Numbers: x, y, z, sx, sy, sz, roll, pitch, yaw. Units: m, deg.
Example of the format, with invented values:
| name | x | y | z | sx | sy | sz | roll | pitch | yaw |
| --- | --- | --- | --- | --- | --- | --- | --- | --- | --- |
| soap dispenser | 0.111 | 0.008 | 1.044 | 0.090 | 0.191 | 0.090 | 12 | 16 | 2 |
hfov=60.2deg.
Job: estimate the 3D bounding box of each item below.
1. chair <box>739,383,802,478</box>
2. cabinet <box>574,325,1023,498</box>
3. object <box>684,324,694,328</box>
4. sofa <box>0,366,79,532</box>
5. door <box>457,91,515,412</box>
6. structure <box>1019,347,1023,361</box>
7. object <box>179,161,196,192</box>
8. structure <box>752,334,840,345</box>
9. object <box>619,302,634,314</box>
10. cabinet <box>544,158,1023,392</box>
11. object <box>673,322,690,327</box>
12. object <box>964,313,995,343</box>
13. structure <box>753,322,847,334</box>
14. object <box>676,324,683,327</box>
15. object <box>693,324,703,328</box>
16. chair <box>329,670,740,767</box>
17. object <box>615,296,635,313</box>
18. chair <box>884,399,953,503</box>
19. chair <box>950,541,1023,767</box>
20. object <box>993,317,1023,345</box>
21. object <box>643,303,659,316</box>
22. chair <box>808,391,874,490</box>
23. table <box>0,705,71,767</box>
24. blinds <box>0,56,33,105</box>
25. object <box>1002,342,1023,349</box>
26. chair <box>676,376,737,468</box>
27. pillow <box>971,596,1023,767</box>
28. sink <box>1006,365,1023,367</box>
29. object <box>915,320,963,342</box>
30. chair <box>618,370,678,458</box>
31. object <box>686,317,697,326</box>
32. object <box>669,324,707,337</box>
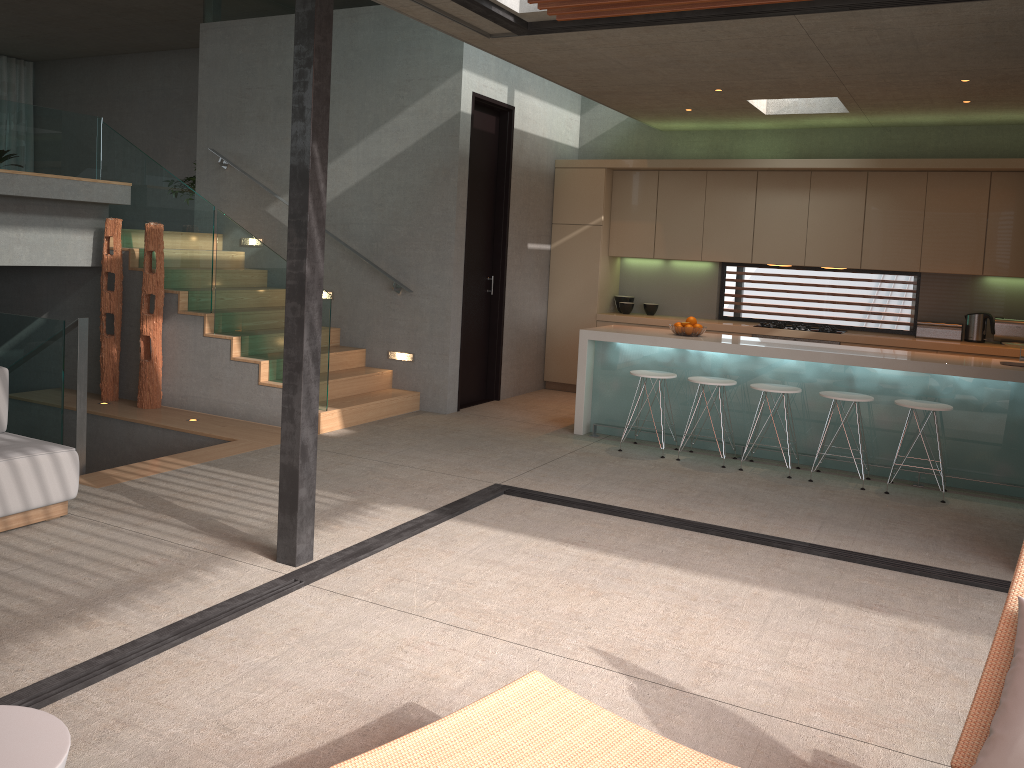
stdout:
| name | x | y | z | sx | sy | sz | roll | pitch | yaw |
| --- | --- | --- | --- | --- | --- | --- | --- | --- | --- |
| chair | 1.950 | 0.333 | 6.609 | 0.383 | 0.620 | 0.383 | 6 | 6 | 27 |
| cabinet | 2.557 | 0.175 | 6.940 | 4.135 | 0.894 | 0.804 | 7 | 7 | 27 |
| object | 1.475 | -0.454 | 7.372 | 0.087 | 0.086 | 0.087 | 5 | 7 | 18 |
| sofa | -3.228 | 0.296 | 4.630 | 1.601 | 0.728 | 1.017 | 7 | 8 | 27 |
| door | -0.667 | -0.163 | 6.162 | 15.317 | 4.450 | 5.822 | 3 | 7 | 0 |
| structure | 3.680 | -0.343 | 6.293 | 0.097 | 0.439 | 0.259 | 5 | 5 | 27 |
| object | -3.701 | -2.378 | 11.385 | 1.431 | 1.204 | 1.243 | -1 | 7 | -29 |
| structure | 2.767 | -0.203 | 8.690 | 0.831 | 0.498 | 0.079 | 7 | 5 | 28 |
| object | 1.272 | -0.840 | 9.820 | 0.169 | 0.126 | 0.170 | 5 | 7 | 14 |
| cabinet | 3.545 | -0.747 | 7.839 | 7.496 | 2.551 | 1.973 | 7 | 7 | 27 |
| object | 1.426 | -0.475 | 7.469 | 0.096 | 0.099 | 0.175 | 1 | 8 | -18 |
| object | 4.401 | -0.534 | 8.322 | 0.279 | 0.284 | 0.178 | 7 | 6 | 33 |
| structure | 2.901 | -0.548 | 8.888 | 0.841 | 0.090 | 0.466 | 7 | 9 | 27 |
| object | 1.405 | -0.461 | 7.420 | 0.081 | 0.080 | 0.082 | -1 | 7 | -33 |
| object | 1.557 | -0.459 | 7.413 | 0.094 | 0.094 | 0.095 | 5 | 6 | 16 |
| chair | -0.443 | 0.882 | 1.602 | 0.704 | 0.822 | 2.299 | 8 | 9 | 42 |
| object | 1.269 | -0.899 | 10.010 | 0.225 | 0.187 | 0.227 | 4 | 7 | 5 |
| chair | 2.837 | 0.447 | 6.149 | 0.383 | 0.620 | 0.383 | 6 | 6 | 27 |
| chair | 0.885 | 0.957 | 1.558 | 2.298 | 0.822 | 0.704 | -5 | 9 | -43 |
| object | 4.701 | -0.484 | 8.219 | 0.391 | 0.246 | 0.151 | 7 | 6 | 27 |
| object | 1.543 | -0.827 | 9.828 | 0.169 | 0.126 | 0.170 | 5 | 7 | 14 |
| chair | 2.390 | 0.390 | 6.381 | 0.383 | 0.620 | 0.383 | 6 | 6 | 27 |
| table | -1.231 | 1.011 | 1.926 | 0.475 | 0.391 | 0.478 | 4 | 7 | 9 |
| blinds | -9.015 | -3.857 | 13.294 | 0.224 | 2.711 | 3.866 | 5 | 7 | 27 |
| object | 4.578 | -0.342 | 7.948 | 0.310 | 0.034 | 0.312 | 2 | 9 | -4 |
| chair | 1.527 | 0.278 | 6.831 | 0.383 | 0.620 | 0.383 | 6 | 6 | 27 |
| pillow | 1.443 | 0.836 | 2.083 | 0.427 | 0.424 | 0.612 | -3 | 9 | -44 |
| sink | 3.733 | -0.042 | 6.403 | 0.375 | 0.133 | 0.376 | 7 | 9 | 27 |
| object | 4.116 | -0.514 | 8.514 | 0.401 | 0.159 | 0.241 | 7 | 8 | 27 |
| chair | 1.109 | 0.223 | 7.050 | 0.383 | 0.620 | 0.383 | 6 | 6 | 27 |
| object | 1.517 | -0.523 | 7.475 | 0.094 | 0.094 | 0.095 | -3 | 8 | -42 |
| object | 1.483 | -0.451 | 7.462 | 0.316 | 0.081 | 0.317 | 7 | 9 | 27 |
